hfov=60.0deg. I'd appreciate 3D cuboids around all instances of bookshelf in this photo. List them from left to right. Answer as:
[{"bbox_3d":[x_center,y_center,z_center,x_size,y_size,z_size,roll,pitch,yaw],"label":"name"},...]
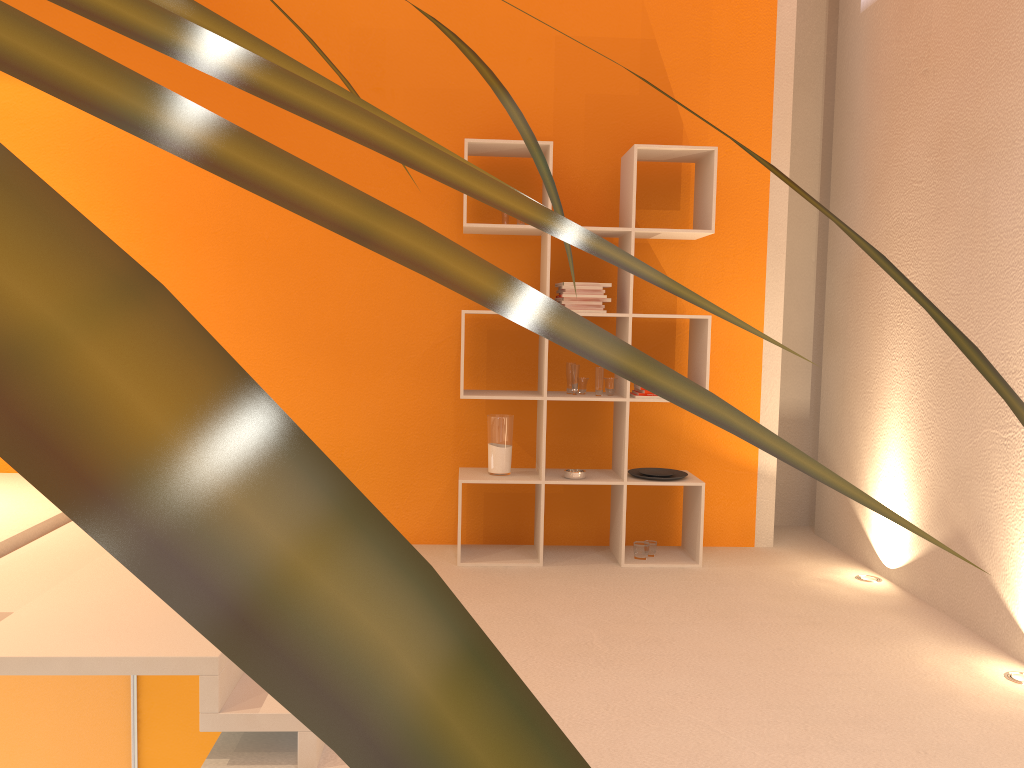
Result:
[{"bbox_3d":[1.191,1.245,3.588,3.516,4.600,1.107,5,6,44],"label":"bookshelf"}]

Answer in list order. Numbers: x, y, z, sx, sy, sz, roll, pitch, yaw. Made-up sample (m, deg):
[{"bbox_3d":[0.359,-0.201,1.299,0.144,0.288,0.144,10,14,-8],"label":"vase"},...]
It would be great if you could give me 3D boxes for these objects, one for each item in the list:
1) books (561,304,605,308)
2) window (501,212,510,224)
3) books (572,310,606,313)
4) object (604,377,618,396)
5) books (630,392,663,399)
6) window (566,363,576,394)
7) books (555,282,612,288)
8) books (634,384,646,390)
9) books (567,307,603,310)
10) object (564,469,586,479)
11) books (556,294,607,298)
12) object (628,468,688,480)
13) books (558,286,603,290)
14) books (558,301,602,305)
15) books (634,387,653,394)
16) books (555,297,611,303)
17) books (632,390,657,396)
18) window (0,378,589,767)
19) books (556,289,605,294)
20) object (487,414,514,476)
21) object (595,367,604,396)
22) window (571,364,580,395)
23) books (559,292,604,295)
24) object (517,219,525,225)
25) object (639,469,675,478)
[{"bbox_3d":[0.330,-0.378,4.322,0.190,0.015,0.254,1,4,-7],"label":"books"},{"bbox_3d":[-1.006,2.081,0.156,0.481,5.399,8.922,2,4,9],"label":"window"},{"bbox_3d":[0.331,-0.352,4.310,0.210,0.013,0.296,1,4,-3],"label":"books"},{"bbox_3d":[1.447,2.007,0.784,0.190,3.502,7.694,0,4,-14],"label":"object"},{"bbox_3d":[0.729,0.057,4.317,0.296,0.013,0.210,1,4,-3],"label":"books"},{"bbox_3d":[-1.178,2.275,2.935,0.993,4.599,4.234,4,5,29],"label":"window"},{"bbox_3d":[0.343,-0.479,4.304,0.230,0.017,0.227,1,4,-8],"label":"books"},{"bbox_3d":[0.735,0.017,4.318,0.254,0.015,0.190,1,4,-2],"label":"books"},{"bbox_3d":[0.332,-0.364,4.313,0.190,0.011,0.268,1,4,-2],"label":"books"},{"bbox_3d":[0.306,0.438,4.311,0.105,0.035,0.106,5,5,40],"label":"object"},{"bbox_3d":[0.333,-0.423,4.305,0.210,0.013,0.296,1,4,-3],"label":"books"},{"bbox_3d":[0.721,0.449,4.391,0.294,0.020,0.294,4,5,36],"label":"object"},{"bbox_3d":[0.329,-0.463,4.308,0.190,0.015,0.254,1,4,-2],"label":"books"},{"bbox_3d":[0.328,-0.392,4.313,0.190,0.015,0.254,1,4,-2],"label":"books"},{"bbox_3d":[0.743,0.032,4.317,0.254,0.015,0.190,1,4,-7],"label":"books"},{"bbox_3d":[0.341,-0.408,4.309,0.230,0.017,0.227,1,4,-8],"label":"books"},{"bbox_3d":[0.733,0.045,4.316,0.268,0.011,0.190,1,4,-2],"label":"books"},{"bbox_3d":[-0.776,2.261,3.741,2.294,4.526,1.860,1,4,-3],"label":"window"},{"bbox_3d":[0.332,-0.449,4.317,0.190,0.015,0.254,1,4,-7],"label":"books"},{"bbox_3d":[-0.059,0.299,4.349,0.129,0.291,0.129,3,5,25],"label":"object"},{"bbox_3d":[-0.948,2.439,1.008,0.870,4.604,7.392,3,5,27],"label":"object"},{"bbox_3d":[-1.064,0.796,1.299,0.908,1.393,6.719,2,4,16],"label":"window"},{"bbox_3d":[0.333,-0.435,4.308,0.190,0.011,0.268,1,4,-2],"label":"books"},{"bbox_3d":[-0.846,2.020,1.143,0.351,5.384,6.779,3,4,17],"label":"object"},{"bbox_3d":[0.718,0.446,4.393,0.178,0.020,0.178,2,4,14],"label":"object"}]
